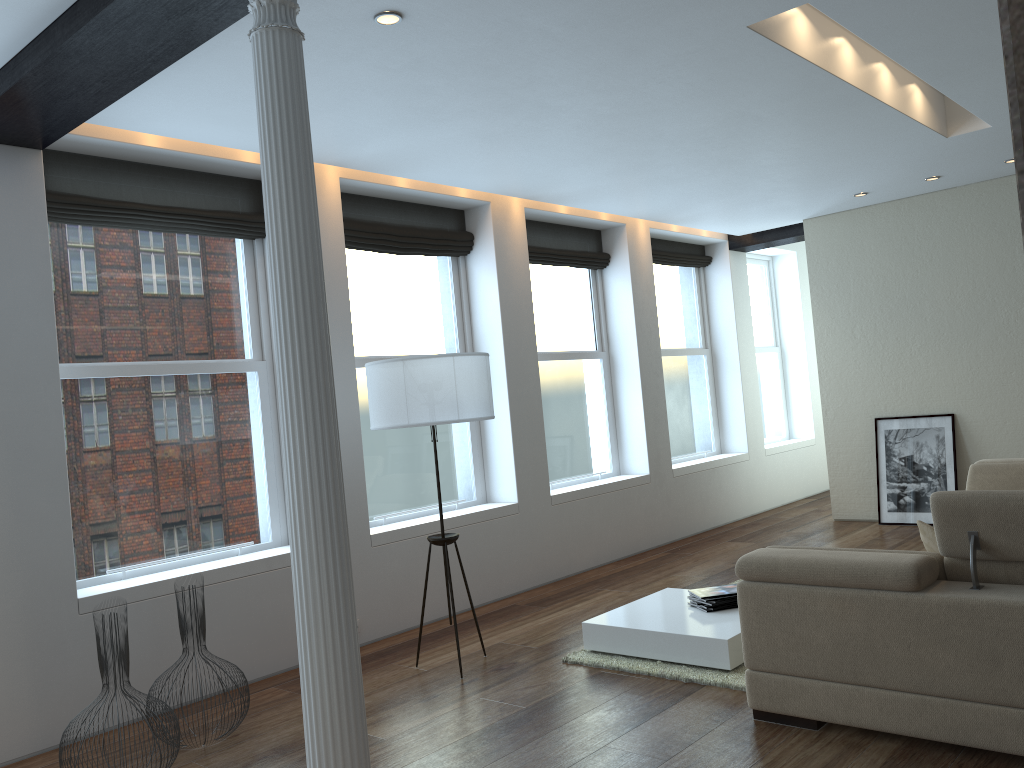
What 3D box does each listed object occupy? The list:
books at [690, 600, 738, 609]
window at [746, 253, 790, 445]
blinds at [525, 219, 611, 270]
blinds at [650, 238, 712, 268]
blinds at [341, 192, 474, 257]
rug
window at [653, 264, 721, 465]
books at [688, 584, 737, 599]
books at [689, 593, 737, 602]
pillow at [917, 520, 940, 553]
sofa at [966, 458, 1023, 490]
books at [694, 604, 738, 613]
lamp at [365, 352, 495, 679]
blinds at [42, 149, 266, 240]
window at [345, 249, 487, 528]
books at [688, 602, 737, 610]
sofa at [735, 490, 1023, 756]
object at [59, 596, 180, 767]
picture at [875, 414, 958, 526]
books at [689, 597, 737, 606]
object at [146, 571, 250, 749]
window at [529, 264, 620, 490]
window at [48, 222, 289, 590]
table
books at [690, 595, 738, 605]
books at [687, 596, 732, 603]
[{"bbox_3d":[1.194,1.231,5.037,0.300,0.010,0.220,-5,-1,-13],"label":"books"},{"bbox_3d":[2.932,-0.388,10.697,0.123,2.400,1.373,-6,-2,42],"label":"window"},{"bbox_3d":[0.387,-1.241,7.862,0.156,0.393,1.442,-6,-2,42],"label":"blinds"},{"bbox_3d":[1.644,-1.377,9.286,0.156,0.275,1.563,-6,-2,42],"label":"blinds"},{"bbox_3d":[-0.833,-1.155,6.486,0.156,0.424,1.439,-6,-2,42],"label":"blinds"},{"bbox_3d":[2.836,1.274,4.571,4.231,0.020,2.972,-6,-2,42],"label":"rug"},{"bbox_3d":[1.694,-0.308,9.301,0.123,2.400,1.563,-6,-2,42],"label":"window"},{"bbox_3d":[1.184,1.184,5.063,0.300,0.010,0.220,-5,-1,-8],"label":"books"},{"bbox_3d":[1.191,1.192,5.038,0.300,0.010,0.220,-5,-1,-13],"label":"books"},{"bbox_3d":[1.955,0.745,3.562,0.368,0.416,0.519,-4,-2,-44],"label":"pillow"},{"bbox_3d":[4.196,0.705,5.517,2.581,0.950,1.021,-6,-2,42],"label":"sofa"},{"bbox_3d":[1.196,1.250,5.037,0.300,0.010,0.220,-5,-1,-13],"label":"books"},{"bbox_3d":[-0.397,0.719,4.965,0.698,1.728,0.698,-5,-1,-25],"label":"lamp"},{"bbox_3d":[-2.041,-1.084,5.102,0.183,0.395,1.431,-6,-2,42],"label":"blinds"},{"bbox_3d":[-0.789,-0.146,6.502,0.123,2.400,1.442,-6,-2,42],"label":"window"},{"bbox_3d":[1.189,1.242,5.061,0.300,0.010,0.220,-5,-2,-28],"label":"books"},{"bbox_3d":[2.242,0.832,3.314,2.581,0.950,1.021,-6,-2,42],"label":"sofa"},{"bbox_3d":[-1.634,1.280,3.666,0.458,0.781,0.458,-6,-2,41],"label":"object"},{"bbox_3d":[3.697,0.791,8.125,0.700,0.988,0.195,-6,-2,42],"label":"picture"},{"bbox_3d":[1.192,1.211,5.038,0.300,0.010,0.220,-5,-1,-23],"label":"books"},{"bbox_3d":[-1.486,1.278,4.159,0.458,0.781,0.458,-6,-2,41],"label":"object"},{"bbox_3d":[0.432,-0.226,7.879,0.123,2.400,1.443,-6,-2,42],"label":"window"},{"bbox_3d":[-2.006,-0.067,5.130,0.123,2.400,1.432,-6,-2,42],"label":"window"},{"bbox_3d":[1.028,1.354,4.973,0.900,0.170,0.900,-6,-2,42],"label":"table"},{"bbox_3d":[1.188,1.222,5.062,0.300,0.010,0.220,-5,-1,2],"label":"books"},{"bbox_3d":[1.186,1.203,5.062,0.300,0.010,0.220,-4,-2,-33],"label":"books"}]
